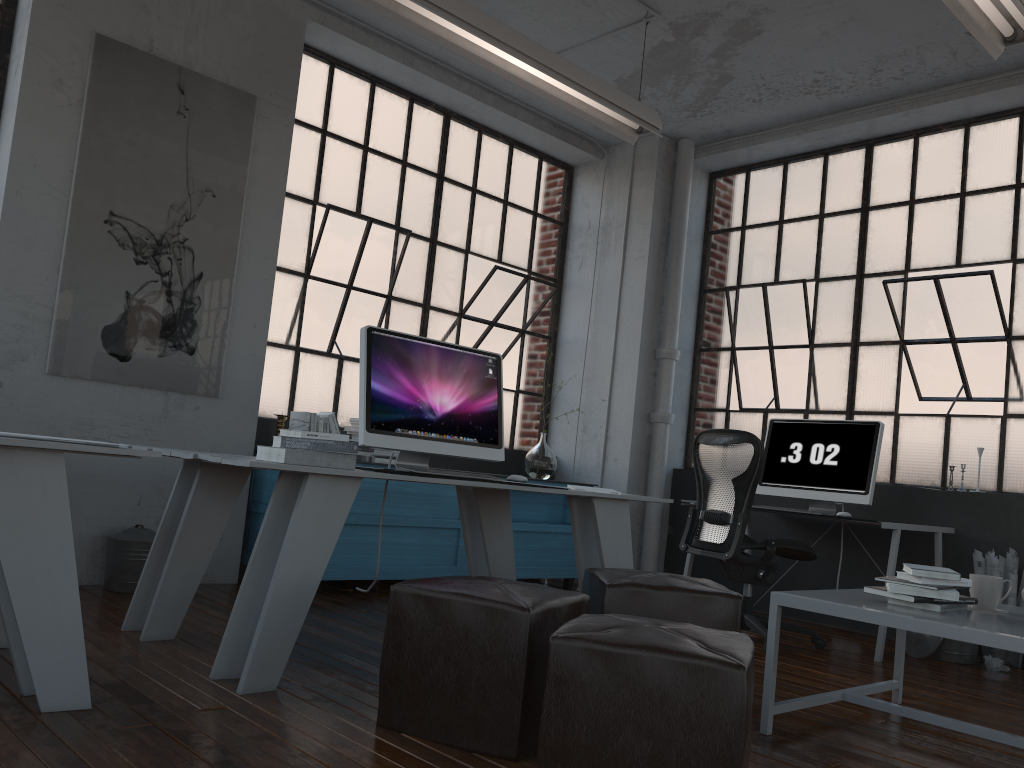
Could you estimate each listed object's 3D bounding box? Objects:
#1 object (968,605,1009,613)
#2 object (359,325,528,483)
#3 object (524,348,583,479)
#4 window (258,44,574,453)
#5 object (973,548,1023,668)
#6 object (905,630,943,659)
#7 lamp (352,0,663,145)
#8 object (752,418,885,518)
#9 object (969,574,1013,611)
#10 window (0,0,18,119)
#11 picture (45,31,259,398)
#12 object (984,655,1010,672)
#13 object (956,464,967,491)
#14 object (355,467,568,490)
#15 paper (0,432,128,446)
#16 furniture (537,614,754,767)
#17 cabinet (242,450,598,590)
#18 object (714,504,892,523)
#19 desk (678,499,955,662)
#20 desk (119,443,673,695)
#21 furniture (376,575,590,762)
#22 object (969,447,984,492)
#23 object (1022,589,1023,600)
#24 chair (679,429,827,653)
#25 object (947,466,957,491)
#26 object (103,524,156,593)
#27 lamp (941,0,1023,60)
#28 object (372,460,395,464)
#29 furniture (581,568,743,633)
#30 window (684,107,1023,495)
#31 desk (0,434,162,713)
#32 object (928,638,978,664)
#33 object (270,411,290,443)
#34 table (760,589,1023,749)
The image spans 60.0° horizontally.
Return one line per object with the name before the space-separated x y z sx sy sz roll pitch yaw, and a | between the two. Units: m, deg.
object | 1.578 0.750 2.954 0.138 0.003 0.137 8 -6 -22
object | -0.268 0.091 3.585 0.716 0.551 0.377 10 -7 -41
object | 0.324 0.205 6.175 0.433 0.938 0.232 3 -5 29
window | -0.559 -0.748 6.026 2.597 2.386 0.669 11 -6 -43
object | 2.619 1.170 4.689 0.293 0.626 0.275 6 -4 -1
object | 2.129 1.288 4.621 0.107 0.280 0.293 7 -5 -17
lamp | 0.060 -1.522 4.091 1.882 0.205 0.202 11 -7 -43
object | 1.715 0.467 5.099 0.378 0.551 0.714 10 -7 -41
object | 1.591 0.698 2.966 0.129 0.109 0.101 9 -6 -34
window | -3.388 -1.307 3.375 2.597 2.386 0.669 11 -6 -43
picture | -1.767 -0.804 4.452 0.855 1.647 0.025 10 -6 -43
object | 2.440 1.419 4.476 0.125 0.107 0.096 6 -5 -1
object | 2.607 0.544 5.129 0.066 0.159 0.066 7 -5 -11
object | -0.296 0.371 3.561 0.850 0.008 0.687 11 -8 -41
paper | -1.357 0.150 2.540 0.429 0.001 0.485 9 -7 -32
furniture | 0.331 0.795 2.117 0.471 0.430 0.472 4 -5 16
cabinet | -0.478 0.894 5.513 2.268 0.731 0.626 11 -7 -43
object | 1.683 0.747 5.077 0.689 0.008 0.848 11 -8 -41
desk | 1.704 1.089 5.103 0.935 0.687 1.226 11 -7 -43
desk | -0.421 0.721 3.674 2.082 0.703 1.075 11 -7 -43
furniture | -0.071 0.797 2.581 0.480 0.438 0.481 3 -6 26
object | 2.670 0.492 5.066 0.084 0.256 0.084 7 -5 -20
object | 1.626 0.673 2.688 0.129 0.109 0.101 9 -6 -34
chair | 1.259 0.808 4.759 0.794 1.083 0.770 10 -6 -39
object | 2.546 0.542 5.137 0.055 0.152 0.055 5 -4 7
object | -1.807 0.830 4.261 0.293 0.307 0.293 7 -5 -14
lamp | 1.342 -1.724 2.834 1.882 0.627 0.202 11 -7 -43
object | -0.742 0.453 5.129 0.253 0.014 0.187 11 -8 -43
furniture | 0.496 0.898 3.114 0.503 0.459 0.504 6 -5 -4
window | 2.262 -0.483 5.800 0.671 2.386 2.590 10 -6 -43
desk | -2.100 0.386 2.099 2.061 0.696 1.064 11 -7 -43
object | 2.317 1.302 4.683 0.290 0.293 0.291 5 -5 5
object | -1.307 0.271 4.991 0.132 0.236 0.132 5 -5 13
table | 1.496 0.953 2.801 0.994 0.444 0.972 11 -7 -43
